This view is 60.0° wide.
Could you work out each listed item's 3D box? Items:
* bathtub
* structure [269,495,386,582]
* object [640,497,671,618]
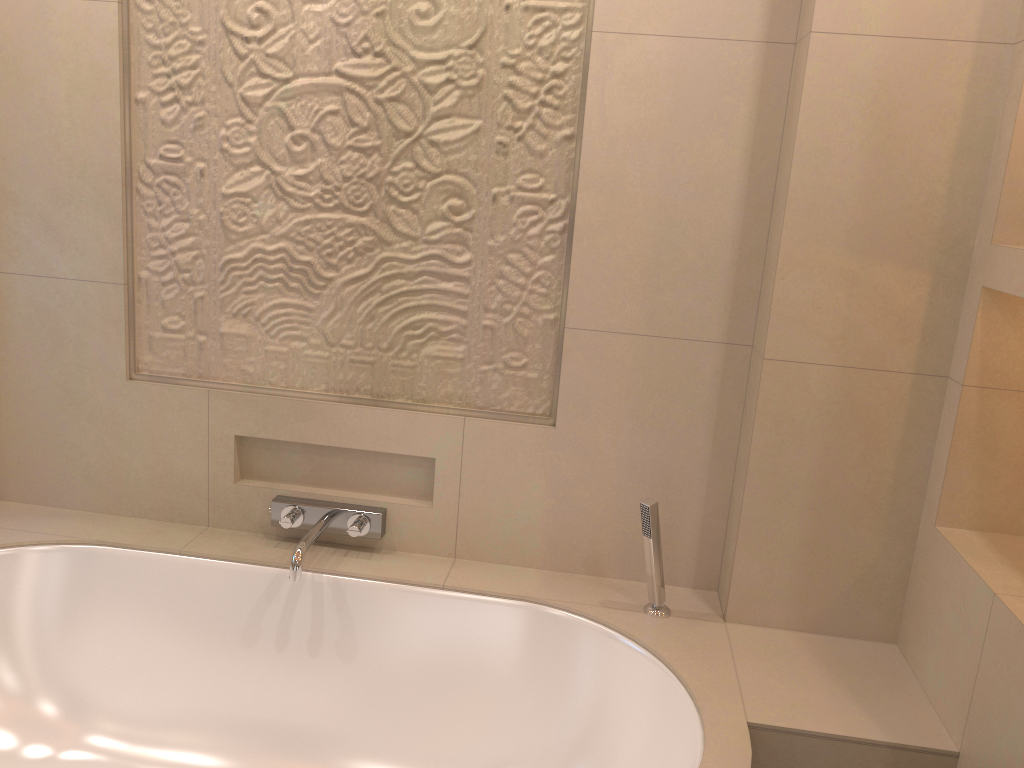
[{"bbox_3d":[-0.545,0.774,1.773,2.662,0.540,1.060,6,13,6],"label":"bathtub"},{"bbox_3d":[-0.472,0.365,2.087,0.290,0.097,0.259,6,13,6],"label":"structure"},{"bbox_3d":[0.316,0.380,1.949,0.114,0.280,0.059,-6,17,-38],"label":"object"}]
